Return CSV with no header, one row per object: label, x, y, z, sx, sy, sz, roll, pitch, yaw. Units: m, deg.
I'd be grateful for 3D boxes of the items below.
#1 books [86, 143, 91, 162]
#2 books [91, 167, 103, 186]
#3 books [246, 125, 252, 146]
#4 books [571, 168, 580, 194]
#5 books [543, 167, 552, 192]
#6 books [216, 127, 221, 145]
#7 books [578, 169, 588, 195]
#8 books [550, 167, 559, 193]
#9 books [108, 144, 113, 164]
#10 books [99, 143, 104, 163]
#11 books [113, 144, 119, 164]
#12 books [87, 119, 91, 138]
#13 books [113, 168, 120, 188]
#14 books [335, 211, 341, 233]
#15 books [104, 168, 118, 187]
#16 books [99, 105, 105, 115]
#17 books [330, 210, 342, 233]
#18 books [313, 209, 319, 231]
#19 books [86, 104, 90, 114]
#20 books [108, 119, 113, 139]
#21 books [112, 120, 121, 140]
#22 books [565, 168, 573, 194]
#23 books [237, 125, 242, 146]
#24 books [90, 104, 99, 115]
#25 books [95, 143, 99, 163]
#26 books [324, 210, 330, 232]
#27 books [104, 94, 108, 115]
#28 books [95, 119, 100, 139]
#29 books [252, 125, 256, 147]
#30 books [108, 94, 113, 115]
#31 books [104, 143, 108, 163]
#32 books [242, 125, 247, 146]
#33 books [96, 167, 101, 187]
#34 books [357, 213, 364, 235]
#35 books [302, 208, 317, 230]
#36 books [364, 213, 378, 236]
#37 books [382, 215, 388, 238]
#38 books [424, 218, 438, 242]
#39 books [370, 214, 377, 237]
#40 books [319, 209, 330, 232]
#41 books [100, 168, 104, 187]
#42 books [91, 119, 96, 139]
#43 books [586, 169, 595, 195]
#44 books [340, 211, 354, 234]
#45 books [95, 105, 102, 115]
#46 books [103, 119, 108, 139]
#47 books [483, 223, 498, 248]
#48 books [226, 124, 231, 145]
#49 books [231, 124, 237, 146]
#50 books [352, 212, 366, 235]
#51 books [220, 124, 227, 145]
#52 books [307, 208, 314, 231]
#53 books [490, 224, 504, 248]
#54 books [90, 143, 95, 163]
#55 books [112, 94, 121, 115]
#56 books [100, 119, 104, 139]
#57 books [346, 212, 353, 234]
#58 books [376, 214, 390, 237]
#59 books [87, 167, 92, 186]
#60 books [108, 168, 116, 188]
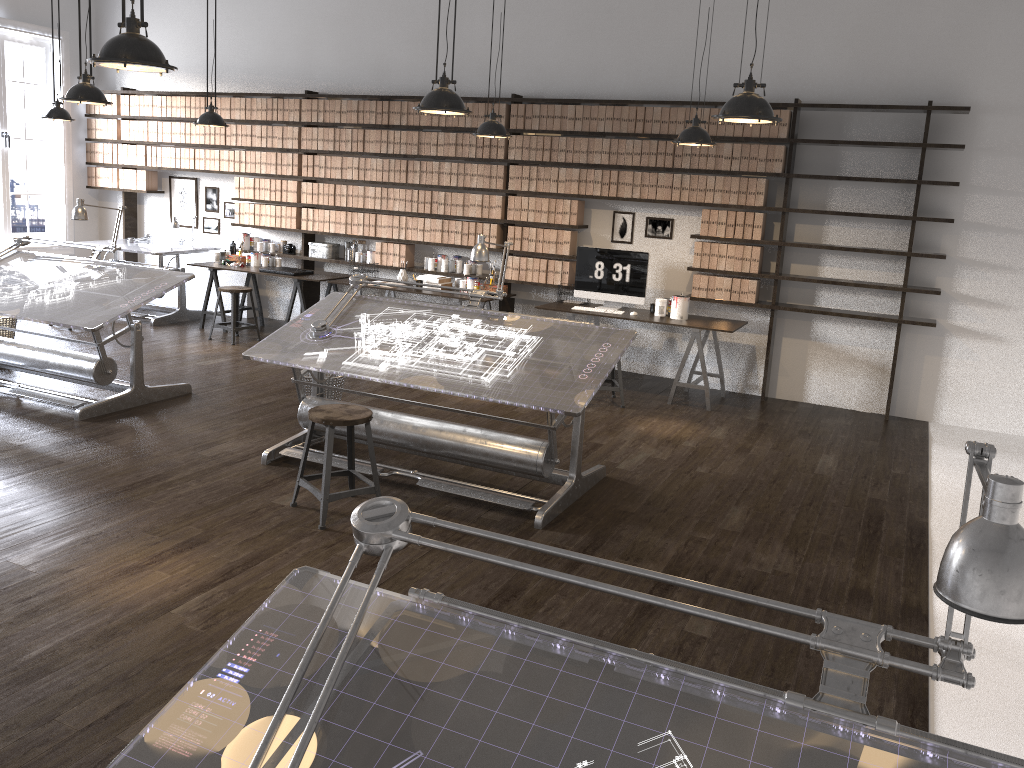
books,-4.914,-2.719,10.416,0.067,0.224,0.176,8,12,24
books,-4.858,-2.437,10.431,0.067,0.224,0.176,8,12,24
books,-2.733,-2.625,9.396,0.067,0.224,0.176,8,12,24
books,0.599,-1.812,7.935,0.067,0.224,0.176,8,12,24
books,0.355,-1.854,8.051,0.067,0.223,0.176,8,12,24
books,-3.119,-2.690,9.576,0.067,0.223,0.176,8,12,24
books,0.662,-1.803,7.913,0.067,0.223,0.176,8,12,24
books,0.417,-1.843,8.018,0.067,0.224,0.176,8,12,24
books,-4.592,-2.667,10.272,0.067,0.224,0.176,8,12,24
books,-4.724,-2.688,10.332,0.067,0.223,0.175,8,12,24
books,-4.523,-2.657,10.247,0.067,0.223,0.176,8,12,24
books,-4.878,-2.984,10.366,0.067,0.223,0.176,8,12,24
books,-4.543,-2.386,10.292,0.067,0.223,0.175,8,12,24
books,-1.732,-1.658,9.068,0.067,0.223,0.176,8,12,24
books,-4.675,-2.407,10.348,0.067,0.224,0.176,8,12,24
books,-4.675,-3.224,10.236,0.067,0.223,0.175,8,12,24
books,-1.789,-1.667,9.092,0.067,0.223,0.176,8,12,24
books,-1.980,-1.699,9.182,0.067,0.223,0.175,8,12,24
books,-4.872,-3.254,10.317,0.067,0.224,0.176,8,12,24
books,-4.570,-2.934,10.228,0.067,0.223,0.176,8,12,24
books,-4.506,-2.923,10.199,0.067,0.223,0.175,8,12,24
books,0.541,-1.823,7.967,0.067,0.223,0.176,8,12,24
books,-2.856,-2.646,9.458,0.067,0.223,0.175,8,12,24
books,-4.806,-3.244,10.288,0.067,0.223,0.176,8,12,24
books,-4.786,-2.700,10.365,0.067,0.223,0.175,8,12,24
books,-1.855,-1.678,9.120,0.067,0.224,0.176,8,12,24
books,-4.612,-3.213,10.206,0.067,0.223,0.176,8,12,24
books,-4.750,-2.962,10.306,0.067,0.223,0.176,8,12,24
books,-2.671,-2.616,9.373,0.067,0.223,0.176,8,12,24
books,-4.550,-3.202,10.174,0.067,0.224,0.176,8,12,24
books,-4.658,-2.679,10.308,0.067,0.223,0.176,8,12,24
books,-2.792,-2.636,9.429,0.067,0.223,0.176,8,12,24
books,-4.789,-2.427,10.406,0.067,0.223,0.176,8,12,24
books,-1.483,-1.617,8.953,0.067,0.223,0.175,8,12,24
books,-2.111,-1.719,9.233,0.067,0.223,0.176,8,12,24
books,-1.417,-1.607,8.928,0.067,0.223,0.176,8,12,24
books,-1.224,-1.574,8.839,0.067,0.223,0.176,8,12,24
books,-0.781,-1.501,8.638,0.067,0.223,0.176,8,12,24
books,-1.351,-1.595,8.893,0.067,0.224,0.176,8,12,24
books,-1.917,-1.689,9.152,0.067,0.223,0.176,8,12,24
books,-4.730,-2.417,10.377,0.067,0.223,0.176,8,12,24
books,-4.816,-2.973,10.334,0.067,0.224,0.176,8,12,24
books,0.727,-1.793,7.884,0.067,0.223,0.175,8,12,24
books,-1.673,-1.647,9.036,0.067,0.224,0.176,8,12,24
books,-4.739,-3.234,10.261,0.067,0.223,0.175,8,12,24
books,-4.634,-2.943,10.250,0.067,0.224,0.176,8,12,24
books,-0.208,-1.407,8.378,0.067,0.224,0.176,8,12,24
books,-2.984,-2.667,9.516,0.067,0.223,0.176,8,12,24
books,-2.922,-2.656,9.483,0.067,0.223,0.175,8,12,24
books,-1.545,-1.628,8.985,0.067,0.223,0.175,8,12,24
books,-3.054,-2.678,9.541,0.067,0.224,0.176,8,12,24
books,-2.044,-1.709,9.207,0.067,0.223,0.175,8,12,24
books,-0.136,-1.395,8.348,0.067,0.223,0.176,8,12,24
books,-4.851,-2.710,10.394,0.067,0.223,0.176,8,12,24
books,-4.484,-3.192,10.146,0.067,0.223,0.176,8,12,24
books,-4.692,-2.953,10.282,0.067,0.223,0.176,8,12,24
books,-1.610,-1.638,9.014,0.067,0.223,0.176,8,12,24
books,-1.282,-1.585,8.867,0.067,0.223,0.176,8,12,24
books,-4.923,-2.450,10.467,0.067,0.223,0.176,8,12,24
books,-4.610,-2.396,10.318,0.067,0.223,0.176,8,12,24
